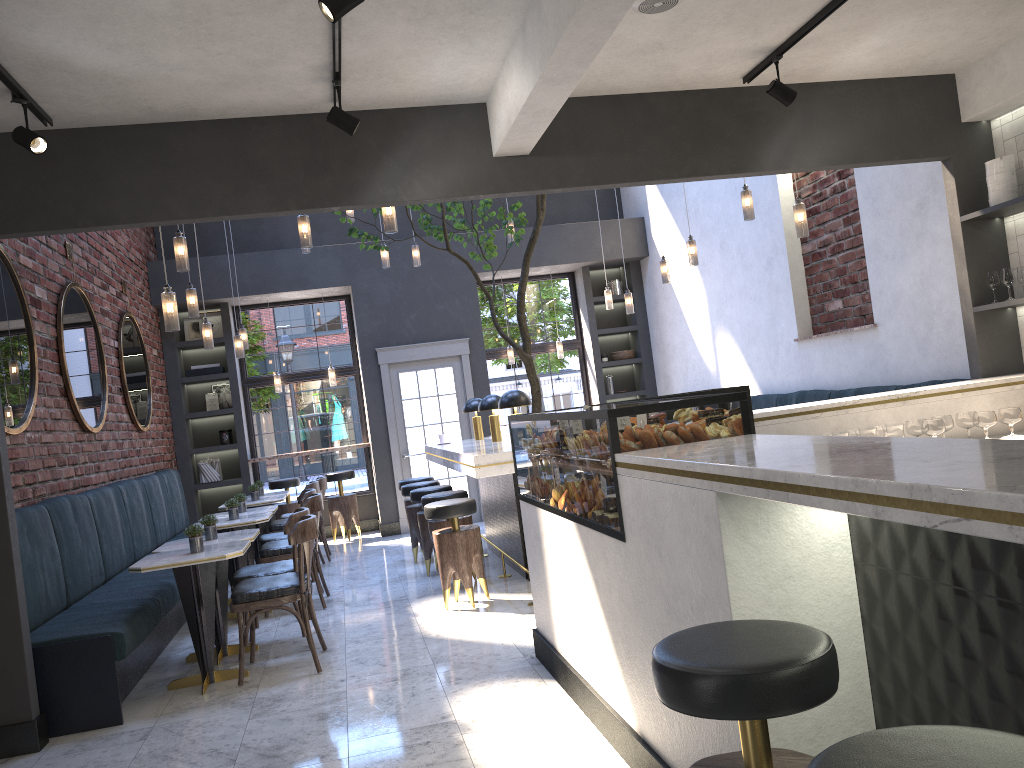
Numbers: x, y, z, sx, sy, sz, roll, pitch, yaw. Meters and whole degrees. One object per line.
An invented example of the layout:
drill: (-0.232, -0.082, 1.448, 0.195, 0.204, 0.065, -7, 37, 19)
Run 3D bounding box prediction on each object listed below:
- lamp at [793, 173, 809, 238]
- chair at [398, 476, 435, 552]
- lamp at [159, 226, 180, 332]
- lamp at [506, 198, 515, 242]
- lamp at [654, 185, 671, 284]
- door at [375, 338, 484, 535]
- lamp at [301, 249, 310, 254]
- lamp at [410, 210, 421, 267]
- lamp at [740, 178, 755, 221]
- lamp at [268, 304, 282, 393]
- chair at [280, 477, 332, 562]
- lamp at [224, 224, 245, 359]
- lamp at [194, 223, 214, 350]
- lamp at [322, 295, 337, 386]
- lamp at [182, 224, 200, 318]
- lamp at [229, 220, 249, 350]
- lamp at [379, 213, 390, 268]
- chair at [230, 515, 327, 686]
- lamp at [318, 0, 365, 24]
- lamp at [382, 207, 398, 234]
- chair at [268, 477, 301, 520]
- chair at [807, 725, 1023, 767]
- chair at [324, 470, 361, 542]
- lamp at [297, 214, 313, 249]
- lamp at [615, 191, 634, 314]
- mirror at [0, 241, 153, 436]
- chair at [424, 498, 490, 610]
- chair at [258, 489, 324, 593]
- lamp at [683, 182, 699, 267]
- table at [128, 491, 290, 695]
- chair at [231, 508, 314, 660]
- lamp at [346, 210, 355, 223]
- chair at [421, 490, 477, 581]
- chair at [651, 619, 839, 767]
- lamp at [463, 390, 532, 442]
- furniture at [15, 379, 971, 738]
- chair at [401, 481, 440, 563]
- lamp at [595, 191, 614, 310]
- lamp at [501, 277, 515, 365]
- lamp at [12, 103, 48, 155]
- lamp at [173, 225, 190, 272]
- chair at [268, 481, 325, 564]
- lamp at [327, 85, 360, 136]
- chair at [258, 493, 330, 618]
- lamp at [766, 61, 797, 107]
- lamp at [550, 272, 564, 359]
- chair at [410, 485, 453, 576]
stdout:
lamp: (1.665, -3.011, 5.905, 0.078, 4.104, 0.078, -7, -1, -26)
chair: (-0.928, 1.325, 9.003, 0.372, 0.737, 0.370, -8, -1, 32)
lamp: (-2.196, -2.338, 5.075, 0.078, 4.104, 0.078, -7, -1, -26)
lamp: (-0.264, -3.516, 9.240, 0.078, 4.104, 0.078, -7, -1, -26)
lamp: (1.184, -2.976, 8.326, 0.078, 4.104, 0.078, -8, -1, 41)
door: (-0.936, 0.616, 10.647, 1.131, 2.219, 0.152, -7, -1, -11)
lamp: (-2.210, -3.277, 8.411, 0.078, 4.104, 0.078, -7, -1, -26)
lamp: (-1.287, -3.313, 9.618, 0.078, 4.104, 0.078, -7, -1, -26)
lamp: (1.496, -3.251, 6.595, 0.078, 4.104, 0.078, -7, -1, -26)
lamp: (-2.939, -0.606, 10.840, 0.078, 1.429, 0.078, -8, -1, 19)
chair: (-2.149, 1.430, 9.263, 0.521, 0.851, 0.497, -7, -1, -12)
lamp: (-2.912, -2.289, 8.678, 0.078, 4.104, 0.078, -7, -1, -26)
lamp: (-2.813, -2.328, 7.495, 0.078, 4.104, 0.078, -7, -1, -4)
lamp: (-2.299, -0.687, 10.967, 0.078, 1.429, 0.078, -8, -1, 41)
lamp: (-2.715, -2.550, 6.866, 0.078, 4.104, 0.078, -7, -1, -4)
lamp: (-3.038, -2.394, 9.242, 0.078, 4.104, 0.078, -7, -1, -26)
lamp: (-1.525, -3.205, 8.927, 0.078, 4.104, 0.078, -7, -1, -26)
chair: (-1.361, 1.236, 5.202, 0.521, 0.851, 0.539, -7, -1, -10)
lamp: (-0.582, -1.340, 2.997, 0.157, 0.238, 0.087, -7, -1, -17)
lamp: (-0.986, -2.943, 5.334, 0.078, 4.104, 0.078, -8, -1, 19)
chair: (-2.664, 1.544, 10.564, 0.372, 0.821, 0.370, -8, -1, 41)
chair: (0.613, 0.905, 1.132, 0.370, 0.821, 0.372, -7, -1, -2)
chair: (-2.031, 1.464, 10.667, 0.371, 0.821, 0.371, -8, -1, 41)
lamp: (-1.666, -2.966, 6.086, 0.078, 4.104, 0.078, -8, -1, 19)
lamp: (0.991, -2.780, 9.414, 0.078, 4.104, 0.078, -7, -1, -26)
mirror: (-3.382, -0.363, 6.986, 0.036, 1.510, 4.775, -7, -1, -11)
chair: (-0.392, 1.194, 6.250, 0.372, 0.737, 0.370, -8, -1, 32)
chair: (-1.882, 1.357, 7.555, 0.521, 0.851, 0.539, -7, -1, -18)
lamp: (1.306, -3.055, 7.667, 0.078, 4.104, 0.078, -8, -1, 41)
table: (-0.241, 1.196, 7.541, 4.598, 0.751, 4.832, -7, -1, -11)
chair: (-1.530, 1.271, 5.757, 0.521, 0.851, 0.539, -7, -1, -10)
lamp: (-1.983, -3.765, 9.499, 0.078, 4.104, 0.078, -7, -1, -26)
chair: (-0.484, 1.221, 6.949, 0.372, 0.737, 0.370, -8, -1, 16)
chair: (0.518, 0.933, 1.812, 0.371, 0.821, 0.371, -8, -1, 41)
lamp: (-0.264, -1.201, 4.112, 4.180, 3.256, 8.841, -7, -1, -28)
furniture: (-0.274, 0.999, 7.587, 6.020, 1.151, 5.343, -7, -1, -11)
chair: (-0.812, 1.295, 8.302, 0.370, 0.737, 0.372, -7, -1, -21)
lamp: (0.847, -2.881, 10.068, 0.078, 4.104, 0.078, -7, -1, -26)
lamp: (-0.093, -0.964, 11.407, 0.078, 1.429, 0.078, -8, -1, 41)
lamp: (-2.127, -1.117, 3.904, 0.157, 0.235, 0.087, -8, -1, 30)
lamp: (-2.386, -2.765, 5.753, 0.078, 4.104, 0.078, -7, -1, -26)
chair: (-2.105, 1.411, 8.681, 0.521, 0.851, 0.539, -7, -1, -10)
lamp: (-0.798, -1.285, 4.172, 0.157, 0.238, 0.087, -7, -1, -17)
chair: (-1.701, 1.320, 6.948, 0.521, 0.851, 0.539, -7, -1, -10)
lamp: (1.396, -1.559, 4.609, 0.157, 0.235, 0.087, -7, -1, -17)
lamp: (0.547, -1.044, 11.535, 0.078, 1.429, 0.078, -8, -1, 19)
chair: (-0.650, 1.258, 7.628, 0.372, 0.737, 0.370, -8, -1, 32)
